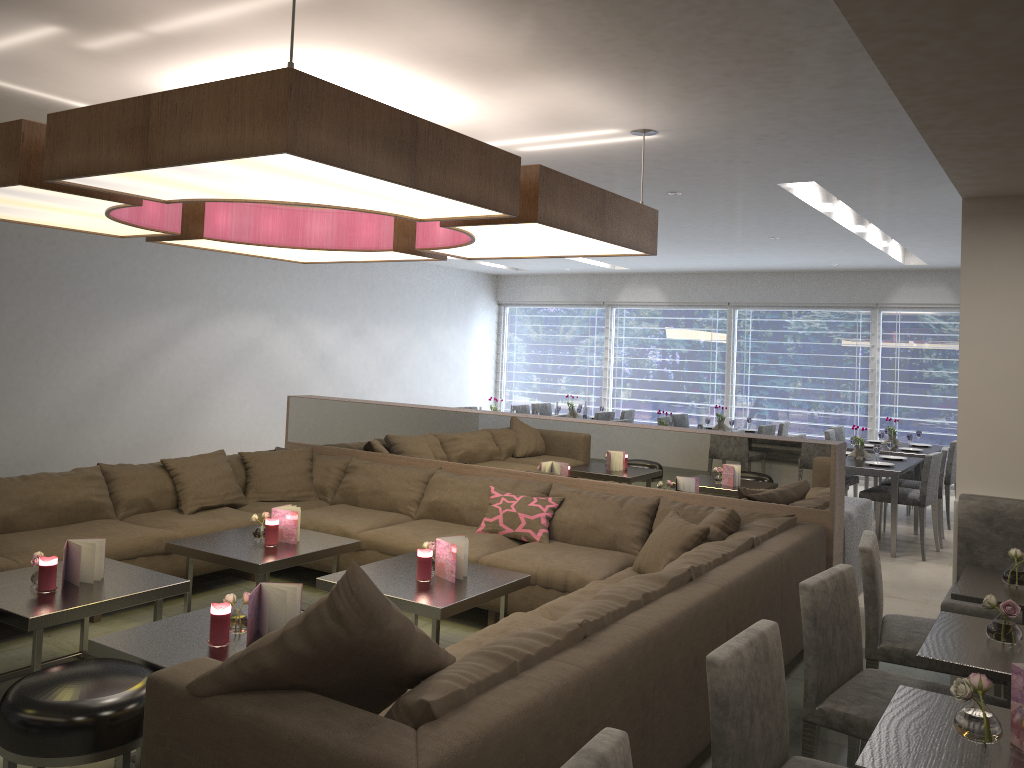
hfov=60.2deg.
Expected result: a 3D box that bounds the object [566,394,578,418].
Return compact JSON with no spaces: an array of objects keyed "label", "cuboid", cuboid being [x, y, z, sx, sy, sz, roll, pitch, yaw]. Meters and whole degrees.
[{"label":"object","cuboid":[0.690,0.259,10.323,0.104,0.277,0.154,1,-2,30]}]

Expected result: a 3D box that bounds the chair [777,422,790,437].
[{"label":"chair","cuboid":[2.648,0.771,9.365,0.492,0.764,0.475,2,-1,28]}]

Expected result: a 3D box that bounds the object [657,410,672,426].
[{"label":"object","cuboid":[1.387,0.375,8.078,0.104,0.277,0.154,1,-2,30]}]

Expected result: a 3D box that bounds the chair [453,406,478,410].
[{"label":"chair","cuboid":[-0.346,0.643,9.470,0.492,0.764,0.476,2,-1,38]}]

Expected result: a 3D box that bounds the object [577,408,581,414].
[{"label":"object","cuboid":[0.765,0.340,10.098,0.053,0.139,0.053,3,-2,-10]}]

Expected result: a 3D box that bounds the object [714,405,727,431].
[{"label":"object","cuboid":[2.202,0.360,9.356,0.104,0.277,0.154,1,-2,30]}]

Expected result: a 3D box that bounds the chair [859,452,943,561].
[{"label":"chair","cuboid":[2.960,0.887,6.721,0.492,0.764,0.476,2,-1,38]}]

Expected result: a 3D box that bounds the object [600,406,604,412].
[{"label":"object","cuboid":[1.075,0.334,10.584,0.053,0.139,0.053,3,-2,-10]}]

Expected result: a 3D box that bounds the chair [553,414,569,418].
[{"label":"chair","cuboid":[0.276,0.683,9.095,0.492,0.764,0.475,2,-1,28]}]

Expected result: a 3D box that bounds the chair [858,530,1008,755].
[{"label":"chair","cuboid":[1.506,0.964,3.171,0.492,0.764,0.476,2,-1,25]}]

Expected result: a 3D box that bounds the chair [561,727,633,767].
[{"label":"chair","cuboid":[0.277,0.988,1.243,0.492,0.764,0.475,2,-1,29]}]

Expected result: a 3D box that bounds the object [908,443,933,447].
[{"label":"object","cuboid":[3.954,0.594,8.562,0.217,0.015,0.216,4,3,32]}]

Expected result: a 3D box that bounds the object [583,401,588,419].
[{"label":"object","cuboid":[0.859,0.304,10.365,0.052,0.201,0.051,2,-2,-3]}]

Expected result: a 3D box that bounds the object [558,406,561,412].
[{"label":"object","cuboid":[0.537,0.327,10.187,0.053,0.139,0.053,3,-2,-10]}]

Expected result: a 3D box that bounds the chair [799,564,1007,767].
[{"label":"chair","cuboid":[1.123,0.972,2.547,0.492,0.764,0.476,2,-1,39]}]

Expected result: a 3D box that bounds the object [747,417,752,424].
[{"label":"object","cuboid":[2.580,0.434,9.623,0.053,0.139,0.053,3,-2,-15]}]

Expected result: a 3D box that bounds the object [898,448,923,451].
[{"label":"object","cuboid":[3.639,0.600,8.069,0.217,0.015,0.216,4,3,32]}]

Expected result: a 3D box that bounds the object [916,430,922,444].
[{"label":"object","cuboid":[4.008,0.529,8.710,0.053,0.139,0.053,3,-2,-15]}]

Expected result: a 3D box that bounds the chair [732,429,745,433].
[{"label":"chair","cuboid":[1.833,0.787,8.087,0.492,0.764,0.475,2,-1,28]}]

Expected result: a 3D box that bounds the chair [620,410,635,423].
[{"label":"chair","cuboid":[1.136,0.671,10.331,0.492,0.764,0.475,2,-1,28]}]

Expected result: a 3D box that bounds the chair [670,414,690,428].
[{"label":"chair","cuboid":[2.034,0.731,9.747,0.492,0.764,0.476,2,-1,38]}]

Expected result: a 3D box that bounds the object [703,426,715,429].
[{"label":"object","cuboid":[2.202,0.478,9.681,0.217,0.015,0.216,4,3,32]}]

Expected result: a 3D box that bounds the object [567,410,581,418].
[{"label":"object","cuboid":[0.717,0.347,10.376,0.203,0.100,0.070,2,-1,2]}]

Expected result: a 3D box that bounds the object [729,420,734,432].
[{"label":"object","cuboid":[2.269,0.440,9.137,0.053,0.139,0.053,3,-2,-15]}]

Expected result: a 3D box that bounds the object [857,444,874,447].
[{"label":"object","cuboid":[3.314,0.578,8.277,0.217,0.015,0.216,4,3,32]}]

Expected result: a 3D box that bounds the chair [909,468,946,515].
[{"label":"chair","cuboid":[4.075,0.866,8.453,0.492,0.764,0.475,2,-1,28]}]

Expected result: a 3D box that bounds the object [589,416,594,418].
[{"label":"object","cuboid":[1.015,0.399,10.440,0.217,0.015,0.217,3,2,11]}]

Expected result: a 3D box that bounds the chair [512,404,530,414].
[{"label":"chair","cuboid":[0.288,0.639,10.239,0.492,0.764,0.475,2,-1,28]}]

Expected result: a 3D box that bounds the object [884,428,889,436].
[{"label":"object","cuboid":[3.763,0.512,8.867,0.053,0.139,0.053,3,-2,-15]}]

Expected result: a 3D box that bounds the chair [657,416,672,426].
[{"label":"chair","cuboid":[1.800,0.740,9.273,0.492,0.764,0.475,2,-1,28]}]

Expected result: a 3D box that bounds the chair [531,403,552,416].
[{"label":"chair","cuboid":[0.522,0.631,10.714,0.492,0.764,0.476,2,-1,38]}]

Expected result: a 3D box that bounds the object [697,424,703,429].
[{"label":"object","cuboid":[1.775,0.450,8.344,0.053,0.139,0.053,3,-2,-10]}]

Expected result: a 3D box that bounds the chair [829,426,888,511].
[{"label":"chair","cuboid":[3.461,0.826,8.836,0.492,0.764,0.476,2,-1,38]}]

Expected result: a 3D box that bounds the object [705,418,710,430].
[{"label":"object","cuboid":[2.042,0.427,9.226,0.053,0.139,0.053,3,-2,-10]}]

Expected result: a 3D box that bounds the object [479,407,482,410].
[{"label":"object","cuboid":[-0.311,0.322,8.628,0.052,0.201,0.052,3,-2,-15]}]

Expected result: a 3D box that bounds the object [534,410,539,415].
[{"label":"object","cuboid":[0.261,0.349,9.312,0.053,0.139,0.053,3,-2,-10]}]

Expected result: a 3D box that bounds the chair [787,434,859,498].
[{"label":"chair","cuboid":[2.645,0.841,7.558,0.492,0.764,0.476,2,-1,38]}]

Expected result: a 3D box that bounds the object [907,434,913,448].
[{"label":"object","cuboid":[3.698,0.534,8.224,0.053,0.139,0.053,3,-2,-15]}]

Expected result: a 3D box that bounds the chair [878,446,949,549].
[{"label":"chair","cuboid":[3.259,0.882,7.175,0.492,0.764,0.475,2,-1,28]}]

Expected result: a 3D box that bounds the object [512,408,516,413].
[{"label":"object","cuboid":[0.015,0.333,9.469,0.053,0.139,0.053,3,-2,-10]}]

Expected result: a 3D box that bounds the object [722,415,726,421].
[{"label":"object","cuboid":[2.334,0.417,9.780,0.053,0.139,0.053,3,-2,-10]}]

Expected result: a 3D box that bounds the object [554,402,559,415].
[{"label":"object","cuboid":[0.503,0.307,9.904,0.052,0.201,0.051,2,-2,-3]}]

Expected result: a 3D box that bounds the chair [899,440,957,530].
[{"label":"chair","cuboid":[3.775,0.871,7.999,0.492,0.764,0.476,2,-1,38]}]

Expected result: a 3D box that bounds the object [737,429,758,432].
[{"label":"object","cuboid":[2.527,0.499,9.474,0.217,0.015,0.216,4,3,32]}]

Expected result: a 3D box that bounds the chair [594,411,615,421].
[{"label":"chair","cuboid":[0.836,0.676,9.877,0.492,0.764,0.476,2,-1,38]}]

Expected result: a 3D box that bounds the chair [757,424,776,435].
[{"label":"chair","cuboid":[2.349,0.776,8.910,0.492,0.764,0.476,2,-1,38]}]

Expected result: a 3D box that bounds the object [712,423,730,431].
[{"label":"object","cuboid":[2.230,0.447,9.409,0.203,0.100,0.070,2,-1,2]}]

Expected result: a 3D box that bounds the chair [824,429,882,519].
[{"label":"chair","cuboid":[3.226,0.834,8.361,0.492,0.764,0.475,2,-1,28]}]

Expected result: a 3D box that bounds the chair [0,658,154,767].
[{"label":"chair","cuboid":[-1.209,1.033,2.477,0.423,0.452,0.422,2,0,14]}]

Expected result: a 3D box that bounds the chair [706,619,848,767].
[{"label":"chair","cuboid":[0.707,0.980,1.906,0.492,0.764,0.475,2,-1,35]}]

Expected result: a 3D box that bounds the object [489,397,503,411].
[{"label":"object","cuboid":[-0.178,0.271,9.078,0.104,0.277,0.154,1,-2,30]}]

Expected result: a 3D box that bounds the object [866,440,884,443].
[{"label":"object","cuboid":[3.629,0.572,8.770,0.217,0.015,0.216,4,3,32]}]

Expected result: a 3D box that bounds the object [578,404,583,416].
[{"label":"object","cuboid":[0.829,0.318,10.741,0.053,0.139,0.053,3,-2,-10]}]

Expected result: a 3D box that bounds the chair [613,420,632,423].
[{"label":"chair","cuboid":[1.219,0.747,8.470,0.492,0.764,0.476,2,-1,38]}]

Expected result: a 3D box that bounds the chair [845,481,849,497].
[{"label":"chair","cuboid":[2.411,0.850,7.083,0.492,0.764,0.475,2,-1,28]}]

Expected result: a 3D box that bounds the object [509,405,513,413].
[{"label":"object","cuboid":[-0.012,0.317,9.097,0.052,0.201,0.052,3,-2,-15]}]

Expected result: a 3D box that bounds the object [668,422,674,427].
[{"label":"object","cuboid":[1.529,0.433,8.501,0.053,0.139,0.053,3,-2,-10]}]

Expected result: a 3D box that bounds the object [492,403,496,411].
[{"label":"object","cuboid":[-0.184,0.304,9.246,0.052,0.201,0.052,3,-2,-15]}]
